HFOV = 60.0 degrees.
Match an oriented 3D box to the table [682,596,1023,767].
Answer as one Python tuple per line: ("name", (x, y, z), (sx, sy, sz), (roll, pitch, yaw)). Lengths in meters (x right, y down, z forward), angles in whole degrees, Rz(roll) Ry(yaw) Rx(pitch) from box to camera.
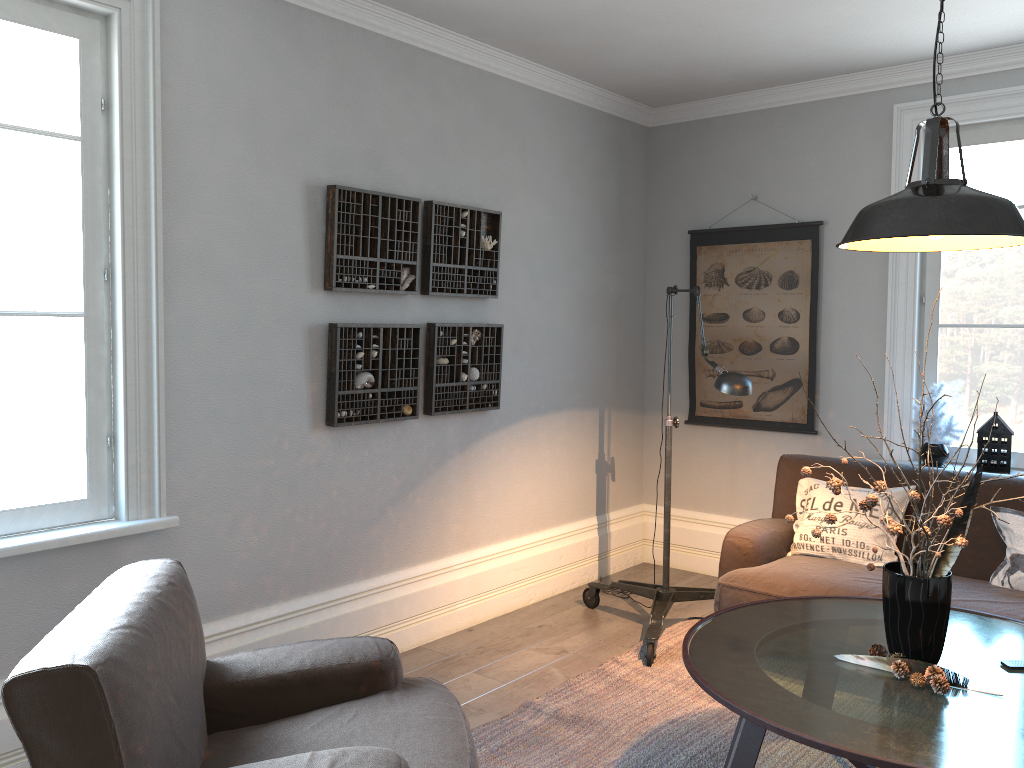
("table", (1.138, 1.040, 2.505), (1.300, 0.503, 1.300), (3, 4, 33))

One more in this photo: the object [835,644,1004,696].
("object", (1.094, 0.769, 2.410), (0.153, 0.067, 0.404), (-2, 4, -33))

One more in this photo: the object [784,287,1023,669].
("object", (1.184, 0.268, 2.345), (0.853, 1.065, 0.525), (1, 3, 11))

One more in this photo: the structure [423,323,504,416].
("structure", (-0.217, -0.075, 4.135), (0.086, 0.416, 0.468), (3, 4, 40))

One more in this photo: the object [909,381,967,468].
("object", (2.052, 0.187, 4.324), (0.247, 0.423, 0.263), (0, 3, -15))

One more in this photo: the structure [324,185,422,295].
("structure", (-0.579, -0.587, 3.688), (0.099, 0.416, 0.468), (3, 4, 40))

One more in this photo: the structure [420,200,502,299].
("structure", (-0.218, -0.610, 4.085), (0.105, 0.416, 0.468), (3, 4, 40))

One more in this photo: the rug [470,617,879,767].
("rug", (1.181, 1.234, 2.525), (2.819, 0.090, 2.400), (3, 5, 40))

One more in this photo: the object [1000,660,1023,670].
("object", (1.487, 0.789, 2.493), (0.207, 0.011, 0.051), (0, 3, 0))

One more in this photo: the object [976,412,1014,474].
("object", (2.265, 0.270, 4.161), (0.155, 0.284, 0.155), (2, 4, 30))

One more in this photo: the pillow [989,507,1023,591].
("pillow", (2.083, 0.665, 3.390), (0.472, 0.347, 0.159), (3, 4, 37))

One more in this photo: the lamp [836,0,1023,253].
("lamp", (1.157, -0.918, 2.394), (0.504, 1.075, 0.504), (0, 3, -3))

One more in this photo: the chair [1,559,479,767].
("chair", (-0.539, 0.891, 2.117), (0.970, 0.795, 0.807), (0, 3, -9))

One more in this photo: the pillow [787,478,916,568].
("pillow", (1.488, 0.614, 3.935), (0.519, 0.368, 0.240), (3, 4, 40))

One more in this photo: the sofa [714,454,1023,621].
("sofa", (1.930, 0.817, 3.436), (2.165, 0.824, 0.969), (3, 4, 40))

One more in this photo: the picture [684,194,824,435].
("picture", (1.338, -0.400, 4.962), (0.793, 1.312, 0.057), (3, 4, 40))

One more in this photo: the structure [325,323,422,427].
("structure", (-0.568, -0.045, 3.714), (0.086, 0.416, 0.468), (3, 4, 40))

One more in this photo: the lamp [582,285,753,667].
("lamp", (0.810, 0.347, 4.391), (0.797, 1.644, 1.864), (0, 3, -13))
